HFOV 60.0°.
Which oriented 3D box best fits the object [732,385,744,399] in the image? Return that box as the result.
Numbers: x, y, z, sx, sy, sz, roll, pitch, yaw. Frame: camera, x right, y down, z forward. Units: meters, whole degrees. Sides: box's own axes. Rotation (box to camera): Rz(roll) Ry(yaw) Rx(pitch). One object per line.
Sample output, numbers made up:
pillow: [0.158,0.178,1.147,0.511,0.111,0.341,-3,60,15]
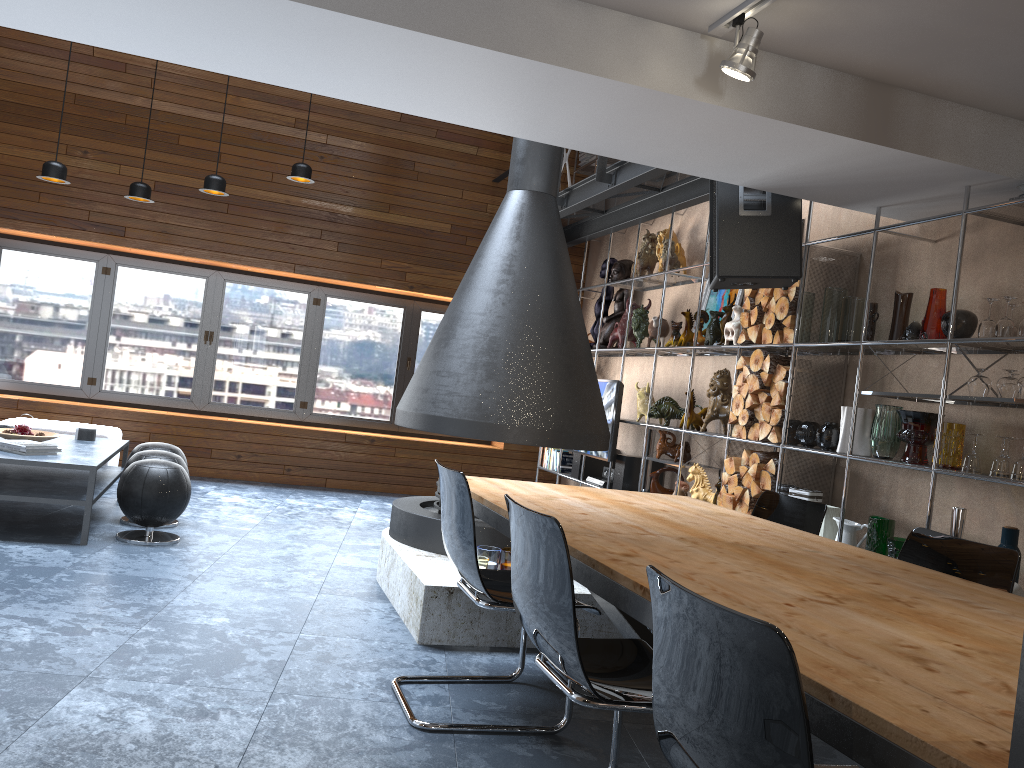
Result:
object: [1.514,0.083,5.471,0.309,0.121,0.111,7,-1,-18]

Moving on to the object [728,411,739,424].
object: [1.492,0.225,5.475,0.303,0.088,0.095,7,-1,-19]

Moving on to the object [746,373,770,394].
object: [1.567,0.016,5.270,0.321,0.128,0.164,7,-1,-18]

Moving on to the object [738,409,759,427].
object: [1.519,0.220,5.336,0.312,0.110,0.103,7,-1,-21]

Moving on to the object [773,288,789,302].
object: [1.692,-0.503,5.144,0.329,0.107,0.128,7,-1,-18]

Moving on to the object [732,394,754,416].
object: [1.502,0.145,5.415,0.285,0.143,0.143,7,-1,-18]

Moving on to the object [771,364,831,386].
object: [1.664,-0.038,5.103,0.299,0.119,0.151,7,-1,-15]

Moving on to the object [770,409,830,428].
object: [1.638,0.207,5.047,0.321,0.109,0.110,7,-1,-17]

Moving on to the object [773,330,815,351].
object: [1.673,-0.253,5.161,0.303,0.095,0.087,7,-1,-17]

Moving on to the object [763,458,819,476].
object: [1.596,0.472,5.072,0.308,0.107,0.121,7,-1,-21]

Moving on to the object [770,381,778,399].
object: [1.643,0.057,5.143,0.290,0.153,0.112,7,-1,-21]

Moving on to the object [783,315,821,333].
object: [1.698,-0.331,5.051,0.303,0.088,0.095,7,-1,-16]

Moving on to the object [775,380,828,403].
object: [1.649,0.046,5.063,0.308,0.120,0.097,7,-1,-22]

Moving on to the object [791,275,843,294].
object: [1.739,-0.569,5.081,0.299,0.114,0.135,7,-1,-15]

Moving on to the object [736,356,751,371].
object: [1.544,-0.103,5.458,0.308,0.107,0.121,7,-1,-21]

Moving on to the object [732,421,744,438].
object: [1.513,0.296,5.462,0.287,0.112,0.126,7,-1,-18]

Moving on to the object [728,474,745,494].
object: [1.460,0.609,5.383,0.290,0.153,0.112,7,-1,-21]

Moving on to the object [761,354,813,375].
object: [1.603,-0.100,5.182,0.289,0.121,0.107,7,-1,-17]

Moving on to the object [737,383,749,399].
object: [1.543,0.057,5.388,0.329,0.107,0.128,7,-1,-17]

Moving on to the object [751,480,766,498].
object: [1.557,0.629,5.138,0.329,0.107,0.128,7,-1,-17]

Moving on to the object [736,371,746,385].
object: [1.546,-0.012,5.464,0.299,0.114,0.135,7,-1,-20]

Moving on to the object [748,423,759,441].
object: [1.568,0.298,5.271,0.299,0.114,0.135,7,-1,-20]

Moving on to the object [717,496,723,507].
object: [1.427,0.758,5.476,0.321,0.109,0.110,7,-1,-17]

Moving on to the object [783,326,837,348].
object: [1.706,-0.260,5.078,0.287,0.112,0.126,7,-1,-17]

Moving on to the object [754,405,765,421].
object: [1.591,0.186,5.258,0.288,0.118,0.147,7,-1,-21]

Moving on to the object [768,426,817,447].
object: [1.626,0.301,5.054,0.330,0.105,0.107,7,-1,-20]

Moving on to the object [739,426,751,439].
object: [1.533,0.308,5.375,0.303,0.095,0.087,7,-1,-18]

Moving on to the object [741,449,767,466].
object: [1.537,0.466,5.349,0.289,0.121,0.107,7,-1,-17]

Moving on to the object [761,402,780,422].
object: [1.609,0.170,5.155,0.329,0.135,0.095,7,-1,-21]

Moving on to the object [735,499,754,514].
object: [1.479,0.744,5.264,0.288,0.118,0.147,7,-1,-21]

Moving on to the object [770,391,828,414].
object: [1.648,0.114,5.063,0.331,0.110,0.107,7,-1,-20]

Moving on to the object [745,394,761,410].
object: [1.569,0.118,5.306,0.331,0.110,0.101,7,-1,-16]

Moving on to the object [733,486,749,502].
object: [1.480,0.667,5.291,0.330,0.098,0.107,7,-1,-21]

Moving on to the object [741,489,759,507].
object: [1.517,0.684,5.219,0.331,0.110,0.101,7,-1,-16]

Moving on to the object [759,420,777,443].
object: [1.620,0.298,5.155,0.362,0.131,0.154,7,-1,-17]

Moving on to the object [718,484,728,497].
object: [1.441,0.665,5.462,0.331,0.110,0.107,7,-1,-20]

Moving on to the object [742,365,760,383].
object: [1.575,-0.040,5.366,0.362,0.115,0.098,7,-1,-18]

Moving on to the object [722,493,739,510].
object: [1.458,0.729,5.379,0.374,0.131,0.115,7,-1,-22]

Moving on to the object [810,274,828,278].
object: [1.707,-0.602,5.176,0.362,0.115,0.098,7,-1,-17]

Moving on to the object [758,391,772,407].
object: [1.610,0.109,5.234,0.330,0.098,0.107,7,-1,-21]

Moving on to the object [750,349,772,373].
object: [1.581,-0.116,5.277,0.312,0.150,0.140,7,-1,-21]

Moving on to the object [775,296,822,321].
object: [1.673,-0.414,5.103,0.285,0.143,0.143,7,-1,-17]

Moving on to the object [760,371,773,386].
object: [1.605,-0.016,5.202,0.303,0.090,0.098,7,-1,-19]

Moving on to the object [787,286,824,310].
object: [1.716,-0.472,5.061,0.309,0.121,0.111,7,-1,-17]

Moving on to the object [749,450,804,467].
object: [1.563,0.454,5.253,0.312,0.150,0.140,7,-1,-21]

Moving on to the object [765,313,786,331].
object: [1.641,-0.343,5.180,0.312,0.110,0.103,7,-1,-14]
